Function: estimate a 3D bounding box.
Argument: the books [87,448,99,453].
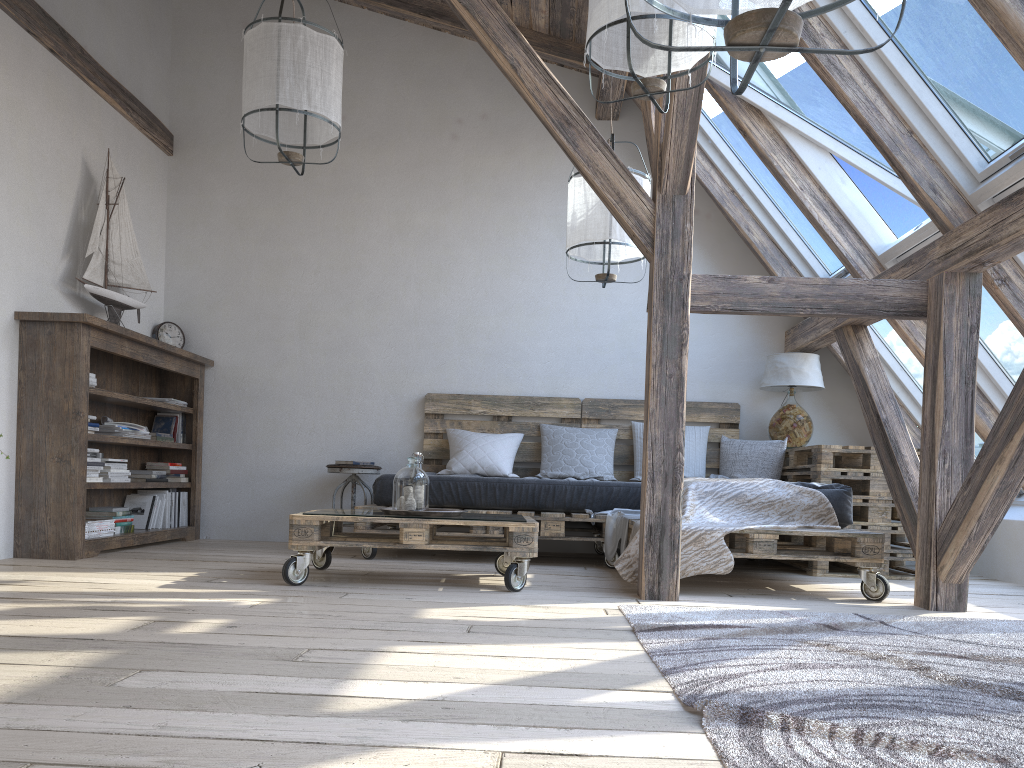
[{"bbox_3d":[-2.193,0.331,4.432,0.139,0.018,0.186,2,-6,2],"label":"books"}]

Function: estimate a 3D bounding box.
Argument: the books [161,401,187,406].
[{"bbox_3d":[-2.168,0.122,5.496,0.205,0.009,0.259,3,-6,-6],"label":"books"}]

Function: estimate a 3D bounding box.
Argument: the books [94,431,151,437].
[{"bbox_3d":[-2.165,0.278,4.892,0.204,0.009,0.259,2,-6,3],"label":"books"}]

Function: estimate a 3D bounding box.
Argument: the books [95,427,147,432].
[{"bbox_3d":[-2.186,0.249,4.862,0.204,0.009,0.259,1,-6,8],"label":"books"}]

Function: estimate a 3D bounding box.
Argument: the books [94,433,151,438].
[{"bbox_3d":[-2.168,0.285,4.878,0.204,0.009,0.259,1,-6,6],"label":"books"}]

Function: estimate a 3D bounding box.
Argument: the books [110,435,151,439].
[{"bbox_3d":[-2.168,0.293,4.869,0.204,0.009,0.259,1,-6,10],"label":"books"}]

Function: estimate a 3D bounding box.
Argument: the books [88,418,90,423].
[{"bbox_3d":[-2.218,0.182,4.450,0.133,0.021,0.199,6,-7,-32],"label":"books"}]

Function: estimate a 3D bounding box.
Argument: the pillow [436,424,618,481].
[{"bbox_3d":[0.110,0.411,5.490,1.129,0.355,0.352,2,-3,2],"label":"pillow"}]

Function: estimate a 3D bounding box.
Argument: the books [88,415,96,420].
[{"bbox_3d":[-2.219,0.164,4.456,0.139,0.018,0.186,2,-6,2],"label":"books"}]

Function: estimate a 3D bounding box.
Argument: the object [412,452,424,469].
[{"bbox_3d":[-0.425,0.440,3.927,0.071,0.267,0.154,2,-1,2],"label":"object"}]

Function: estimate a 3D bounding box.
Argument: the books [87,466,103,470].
[{"bbox_3d":[-2.195,0.420,4.430,0.157,0.017,0.221,1,-6,7],"label":"books"}]

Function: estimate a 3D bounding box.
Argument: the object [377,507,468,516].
[{"bbox_3d":[-0.389,0.558,3.839,0.394,0.021,0.397,0,-7,21],"label":"object"}]

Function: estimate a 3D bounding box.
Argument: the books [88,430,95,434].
[{"bbox_3d":[-2.221,0.240,4.458,0.139,0.020,0.185,2,-6,-3],"label":"books"}]

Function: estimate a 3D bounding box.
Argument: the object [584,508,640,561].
[{"bbox_3d":[0.705,0.803,4.656,0.505,0.276,0.711,3,-5,-14],"label":"object"}]

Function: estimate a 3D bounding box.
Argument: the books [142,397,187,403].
[{"bbox_3d":[-2.172,0.103,5.474,0.204,0.009,0.259,2,-6,-1],"label":"books"}]

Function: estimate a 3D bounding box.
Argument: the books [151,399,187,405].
[{"bbox_3d":[-2.176,0.110,5.462,0.204,0.009,0.259,1,-6,8],"label":"books"}]

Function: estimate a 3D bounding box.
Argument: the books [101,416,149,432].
[{"bbox_3d":[-2.157,0.236,4.913,0.221,0.088,0.262,4,-6,-18],"label":"books"}]

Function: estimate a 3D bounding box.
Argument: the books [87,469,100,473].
[{"bbox_3d":[-2.211,0.438,4.442,0.157,0.017,0.220,2,-6,2],"label":"books"}]

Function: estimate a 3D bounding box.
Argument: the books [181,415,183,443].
[{"bbox_3d":[-2.184,0.291,5.647,0.139,0.185,0.020,2,1,2],"label":"books"}]

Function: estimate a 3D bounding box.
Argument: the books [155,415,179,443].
[{"bbox_3d":[-2.184,0.285,5.548,0.139,0.176,0.059,2,0,0],"label":"books"}]

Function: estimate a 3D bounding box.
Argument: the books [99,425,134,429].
[{"bbox_3d":[-2.191,0.239,4.857,0.204,0.009,0.259,0,-6,13],"label":"books"}]

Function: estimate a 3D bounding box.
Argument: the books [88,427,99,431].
[{"bbox_3d":[-2.221,0.221,4.453,0.157,0.017,0.220,2,-6,2],"label":"books"}]

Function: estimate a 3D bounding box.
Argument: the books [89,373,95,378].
[{"bbox_3d":[-2.224,-0.054,4.417,0.157,0.021,0.220,2,-6,2],"label":"books"}]

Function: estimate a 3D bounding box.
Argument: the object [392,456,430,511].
[{"bbox_3d":[-0.430,0.433,3.762,0.156,0.247,0.156,3,-1,-30],"label":"object"}]

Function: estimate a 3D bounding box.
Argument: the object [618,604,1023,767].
[{"bbox_3d":[1.429,0.653,1.648,2.187,0.056,3.206,2,-6,2],"label":"object"}]

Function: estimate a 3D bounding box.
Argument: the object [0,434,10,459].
[{"bbox_3d":[-2.258,0.212,3.602,0.275,1.118,0.515,2,0,-11],"label":"object"}]

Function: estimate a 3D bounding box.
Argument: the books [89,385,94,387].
[{"bbox_3d":[-2.220,0.007,4.420,0.157,0.017,0.220,2,-6,-3],"label":"books"}]

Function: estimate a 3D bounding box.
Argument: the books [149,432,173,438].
[{"bbox_3d":[-2.186,0.310,5.360,0.150,0.021,0.206,1,-6,6],"label":"books"}]

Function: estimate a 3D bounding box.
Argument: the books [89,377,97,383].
[{"bbox_3d":[-2.218,-0.031,4.417,0.157,0.021,0.220,2,-6,2],"label":"books"}]

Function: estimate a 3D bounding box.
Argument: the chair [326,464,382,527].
[{"bbox_3d":[-1.004,0.770,5.558,0.353,0.520,0.355,2,-1,5],"label":"chair"}]

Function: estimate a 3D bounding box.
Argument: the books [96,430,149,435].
[{"bbox_3d":[-2.180,0.266,4.860,0.204,0.009,0.259,0,-7,18],"label":"books"}]

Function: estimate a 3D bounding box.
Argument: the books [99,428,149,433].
[{"bbox_3d":[-2.173,0.258,4.871,0.204,0.009,0.259,1,-6,8],"label":"books"}]

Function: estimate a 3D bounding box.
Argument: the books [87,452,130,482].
[{"bbox_3d":[-2.216,0.435,4.601,0.206,0.151,0.552,2,-6,2],"label":"books"}]

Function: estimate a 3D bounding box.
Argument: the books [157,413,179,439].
[{"bbox_3d":[-2.188,0.279,5.574,0.139,0.191,0.050,2,0,1],"label":"books"}]

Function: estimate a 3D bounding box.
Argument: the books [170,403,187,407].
[{"bbox_3d":[-2.168,0.130,5.482,0.204,0.009,0.259,2,-6,-3],"label":"books"}]

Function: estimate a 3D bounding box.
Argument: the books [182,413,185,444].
[{"bbox_3d":[-2.174,0.287,5.667,0.136,0.200,0.021,2,1,1],"label":"books"}]

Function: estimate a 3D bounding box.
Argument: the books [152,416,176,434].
[{"bbox_3d":[-2.188,0.284,5.515,0.131,0.172,0.082,2,0,2],"label":"books"}]

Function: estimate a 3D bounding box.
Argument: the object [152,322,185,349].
[{"bbox_3d":[-2.216,-0.297,5.684,0.082,0.209,0.205,2,-2,38],"label":"object"}]

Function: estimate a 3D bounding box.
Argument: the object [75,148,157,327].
[{"bbox_3d":[-2.162,-0.754,4.858,0.140,0.990,0.792,2,-2,7],"label":"object"}]

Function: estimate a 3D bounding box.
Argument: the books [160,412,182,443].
[{"bbox_3d":[-2.183,0.281,5.627,0.135,0.201,0.021,2,1,1],"label":"books"}]

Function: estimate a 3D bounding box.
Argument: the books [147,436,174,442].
[{"bbox_3d":[-2.192,0.337,5.368,0.161,0.030,0.220,1,-6,5],"label":"books"}]

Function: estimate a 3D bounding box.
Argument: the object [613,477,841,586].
[{"bbox_3d":[0.953,0.643,3.880,0.810,0.472,1.015,-1,-6,32],"label":"object"}]

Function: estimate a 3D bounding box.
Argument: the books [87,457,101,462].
[{"bbox_3d":[-2.200,0.380,4.440,0.157,0.021,0.220,2,-6,-3],"label":"books"}]

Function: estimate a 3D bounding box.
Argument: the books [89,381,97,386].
[{"bbox_3d":[-2.200,-0.010,4.419,0.139,0.018,0.186,2,-6,2],"label":"books"}]

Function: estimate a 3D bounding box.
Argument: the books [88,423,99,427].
[{"bbox_3d":[-2.221,0.201,4.445,0.146,0.020,0.210,0,-7,17],"label":"books"}]

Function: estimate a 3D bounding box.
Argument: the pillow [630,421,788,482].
[{"bbox_3d":[1.210,0.434,5.489,0.967,0.399,0.388,0,-3,18],"label":"pillow"}]
